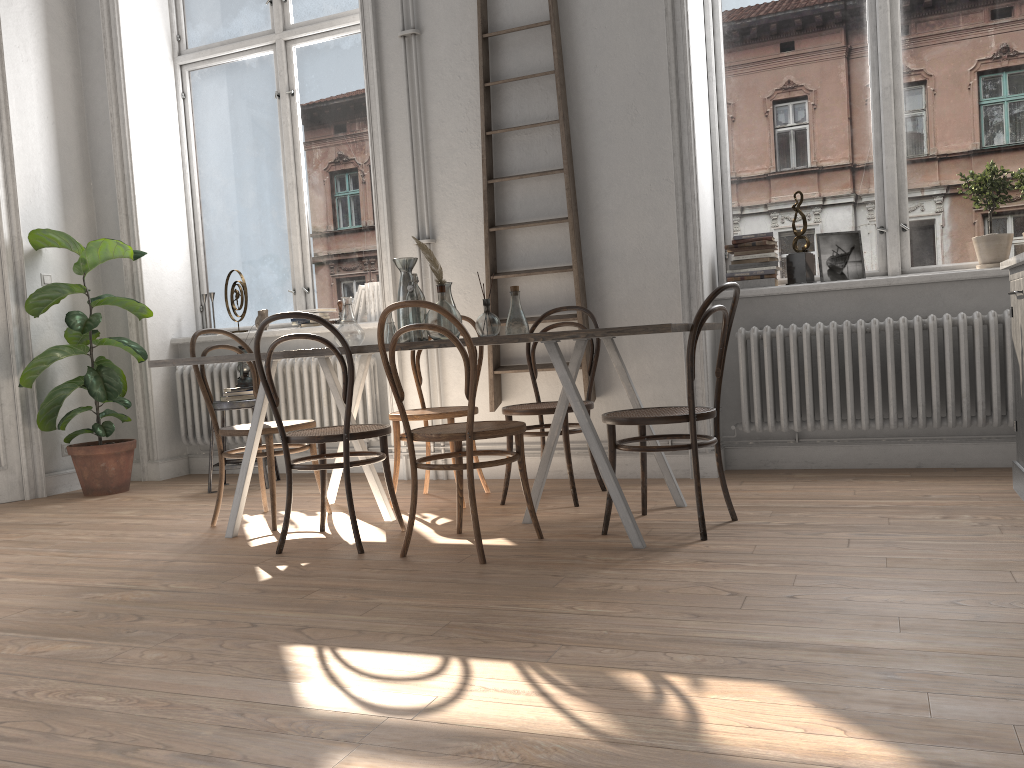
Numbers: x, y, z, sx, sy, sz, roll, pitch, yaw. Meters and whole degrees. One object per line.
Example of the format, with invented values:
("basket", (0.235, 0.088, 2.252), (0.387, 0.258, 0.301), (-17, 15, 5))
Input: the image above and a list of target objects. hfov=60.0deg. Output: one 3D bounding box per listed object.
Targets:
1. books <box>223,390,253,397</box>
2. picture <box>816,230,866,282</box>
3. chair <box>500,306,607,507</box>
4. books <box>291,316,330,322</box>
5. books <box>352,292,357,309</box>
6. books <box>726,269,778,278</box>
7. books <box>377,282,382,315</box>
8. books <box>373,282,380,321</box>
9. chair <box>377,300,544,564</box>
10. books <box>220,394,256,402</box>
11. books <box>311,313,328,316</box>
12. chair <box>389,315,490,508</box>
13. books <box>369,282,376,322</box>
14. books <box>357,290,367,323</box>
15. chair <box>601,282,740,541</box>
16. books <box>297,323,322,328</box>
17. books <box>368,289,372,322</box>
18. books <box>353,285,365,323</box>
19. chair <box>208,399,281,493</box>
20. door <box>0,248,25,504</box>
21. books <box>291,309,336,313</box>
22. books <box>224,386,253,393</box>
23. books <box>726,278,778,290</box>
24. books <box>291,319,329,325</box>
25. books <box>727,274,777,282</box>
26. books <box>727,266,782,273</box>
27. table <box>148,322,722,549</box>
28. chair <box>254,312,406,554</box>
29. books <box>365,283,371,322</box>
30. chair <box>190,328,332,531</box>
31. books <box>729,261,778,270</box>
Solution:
("books", (-1.604, 0.053, 5.335), (0.232, 0.029, 0.162), (-4, 3, -7))
("picture", (1.689, -0.652, 4.584), (0.221, 0.264, 0.148), (-4, 3, 6))
("chair", (0.195, 0.085, 4.242), (0.438, 0.921, 0.549), (-2, 3, 29))
("books", (-1.311, -0.424, 5.768), (0.221, 0.023, 0.147), (-2, 3, 38))
("books", (-0.978, -0.485, 5.648), (0.105, 0.194, 0.155), (-3, 3, 21))
("books", (1.272, -0.581, 4.695), (0.249, 0.023, 0.175), (-3, 3, 23))
("books", (-0.788, -0.517, 5.582), (0.019, 0.244, 0.174), (-3, 3, 22))
("books", (-0.813, -0.515, 5.574), (0.019, 0.244, 0.174), (-3, 3, 22))
("chair", (-0.197, 0.155, 3.266), (0.438, 0.921, 0.549), (-2, 4, 33))
("books", (-1.615, 0.079, 5.338), (0.246, 0.034, 0.194), (-5, 3, -27))
("books", (-1.315, -0.444, 5.755), (0.205, 0.020, 0.155), (-3, 3, 12))
("chair", (-0.365, 0.116, 4.387), (0.438, 0.921, 0.549), (-3, 3, 20))
("books", (-0.837, -0.514, 5.574), (0.024, 0.243, 0.175), (-3, 3, 22))
("books", (-0.920, -0.490, 5.621), (0.072, 0.203, 0.155), (-3, 3, 22))
("chair", (0.609, 0.096, 3.391), (0.549, 0.921, 0.437), (-2, 4, 35))
("books", (-1.314, -0.380, 5.778), (0.147, 0.023, 0.221), (-5, 3, -19))
("books", (-0.852, -0.495, 5.593), (0.020, 0.205, 0.155), (-3, 3, 22))
("books", (-0.945, -0.506, 5.629), (0.100, 0.235, 0.174), (-3, 3, 22))
("chair", (-1.624, 0.356, 5.328), (0.364, 0.523, 0.360), (-4, 3, -4))
("door", (-3.421, -0.658, 4.970), (1.096, 2.815, 0.216), (-7, 4, -43))
("books", (-1.291, -0.472, 5.765), (0.244, 0.019, 0.174), (-2, 3, 32))
("books", (-1.604, 0.030, 5.334), (0.221, 0.027, 0.147), (-6, 3, -35))
("books", (1.274, -0.525, 4.700), (0.248, 0.043, 0.192), (-3, 3, 22))
("books", (-1.311, -0.402, 5.771), (0.205, 0.022, 0.155), (-2, 3, 42))
("books", (1.274, -0.558, 4.696), (0.249, 0.023, 0.175), (-3, 3, 18))
("books", (1.286, -0.601, 4.704), (0.255, 0.014, 0.192), (-3, 3, 25))
("table", (-0.269, 0.205, 3.806), (2.200, 0.780, 1.099), (-3, 3, 22))
("chair", (-0.724, 0.179, 3.521), (0.438, 0.921, 0.549), (-3, 3, 18))
("books", (-0.869, -0.513, 5.621), (0.024, 0.243, 0.175), (-3, 3, 22))
("chair", (-1.184, 0.182, 4.151), (0.549, 0.921, 0.437), (-2, 3, 31))
("books", (1.284, -0.622, 4.705), (0.245, 0.028, 0.193), (-3, 3, 17))
